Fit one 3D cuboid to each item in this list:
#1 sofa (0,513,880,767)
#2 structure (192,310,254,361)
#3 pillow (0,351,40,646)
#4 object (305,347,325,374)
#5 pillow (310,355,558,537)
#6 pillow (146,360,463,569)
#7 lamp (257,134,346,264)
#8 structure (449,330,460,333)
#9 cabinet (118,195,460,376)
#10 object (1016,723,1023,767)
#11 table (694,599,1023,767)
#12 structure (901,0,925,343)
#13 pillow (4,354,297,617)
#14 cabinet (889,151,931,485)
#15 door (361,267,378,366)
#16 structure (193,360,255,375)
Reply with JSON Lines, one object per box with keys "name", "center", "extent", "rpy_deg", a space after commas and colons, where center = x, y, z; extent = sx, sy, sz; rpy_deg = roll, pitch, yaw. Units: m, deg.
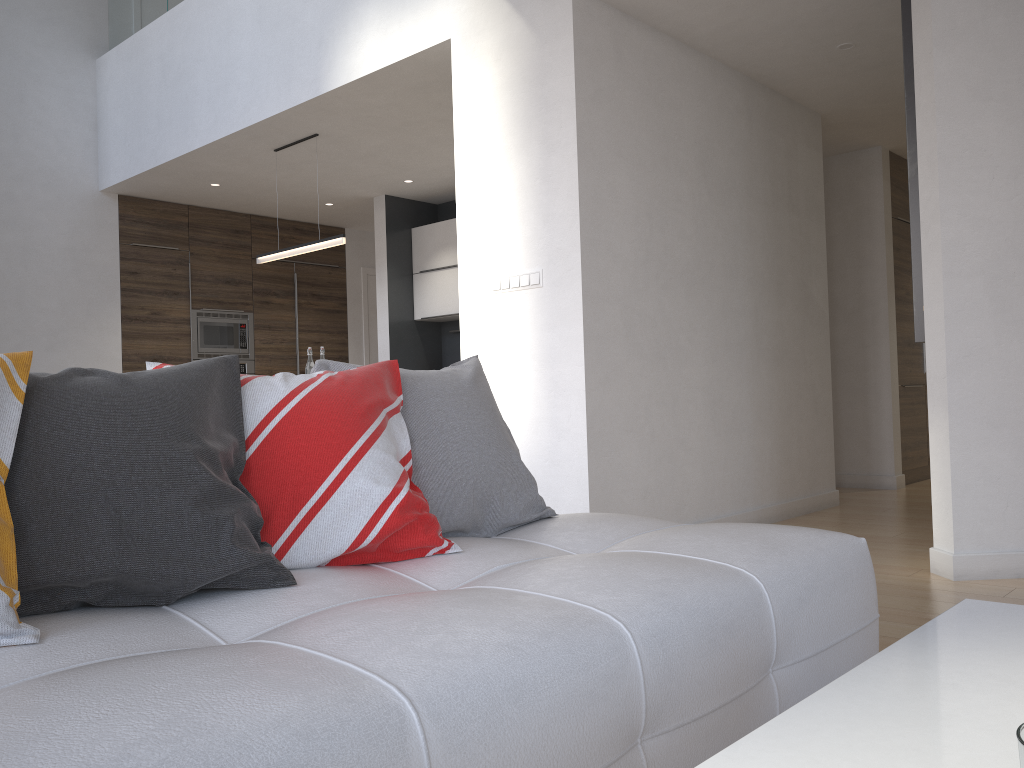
{"name": "sofa", "center": [-0.303, 0.388, 0.663], "extent": [2.614, 0.732, 3.424], "rpy_deg": [-3, -1, 42]}
{"name": "structure", "center": [-2.702, -0.415, 7.948], "extent": [0.459, 0.430, 0.595], "rpy_deg": [-3, -1, 42]}
{"name": "pillow", "center": [-0.932, 0.149, 0.398], "extent": [0.630, 0.440, 2.095], "rpy_deg": [-2, -1, -1]}
{"name": "object", "center": [-1.270, -0.106, 5.564], "extent": [0.148, 0.267, 0.323], "rpy_deg": [-2, -1, 7]}
{"name": "pillow", "center": [-0.667, 0.132, 1.002], "extent": [0.647, 0.453, 2.953], "rpy_deg": [-2, -1, 30]}
{"name": "pillow", "center": [-0.976, 0.176, 1.154], "extent": [0.575, 0.449, 2.250], "rpy_deg": [-3, -1, 40]}
{"name": "lamp", "center": [-1.430, -1.240, 5.901], "extent": [0.998, 0.756, 0.020], "rpy_deg": [-3, -1, 42]}
{"name": "structure", "center": [0.570, -0.510, 6.739], "extent": [3.000, 0.045, 0.050], "rpy_deg": [-3, -1, 42]}
{"name": "cabinet", "center": [-0.732, -0.376, 6.346], "extent": [4.694, 2.501, 2.402], "rpy_deg": [-3, -1, 43]}
{"name": "object", "center": [0.366, 0.148, 0.357], "extent": [0.330, 0.265, 0.330], "rpy_deg": [-1, -1, -23]}
{"name": "table", "center": [0.649, 0.490, 0.418], "extent": [1.091, 0.435, 1.091], "rpy_deg": [-3, -1, 42]}
{"name": "structure", "center": [4.007, -1.504, 4.166], "extent": [2.823, 4.339, 4.190], "rpy_deg": [-3, -1, 42]}
{"name": "pillow", "center": [-1.191, 0.152, 0.908], "extent": [0.608, 0.436, 2.120], "rpy_deg": [-3, -1, 38]}
{"name": "cabinet", "center": [3.428, -0.492, 7.215], "extent": [0.054, 2.496, 1.806], "rpy_deg": [-3, -1, 42]}
{"name": "door", "center": [-1.154, -0.116, 9.277], "extent": [0.085, 2.136, 0.974], "rpy_deg": [-3, -1, 42]}
{"name": "structure", "center": [-2.673, 0.084, 7.926], "extent": [0.495, 0.570, 0.595], "rpy_deg": [-3, -1, 42]}
